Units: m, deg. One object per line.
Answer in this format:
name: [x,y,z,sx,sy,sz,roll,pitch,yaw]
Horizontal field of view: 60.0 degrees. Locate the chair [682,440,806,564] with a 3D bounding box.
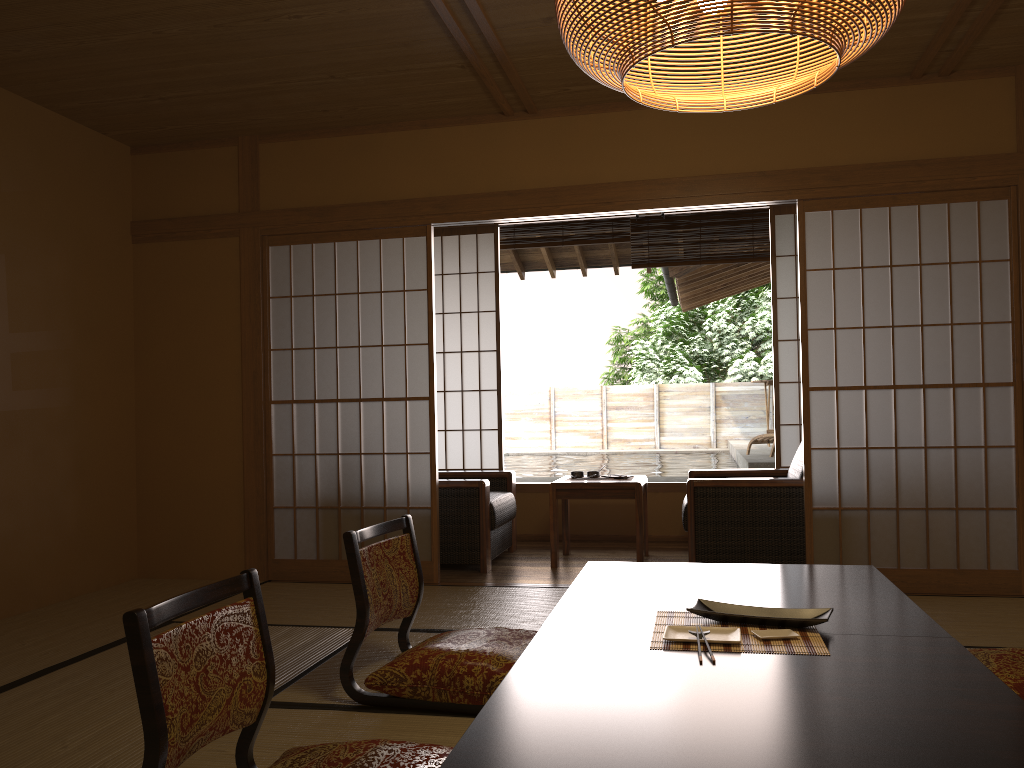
chair: [1.467,0.664,5.163,0.943,0.779,0.872,-1,-1,12]

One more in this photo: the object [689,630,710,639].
object: [0.449,0.601,2.123,0.050,0.018,0.015,-1,-1,9]

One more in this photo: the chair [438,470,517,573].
chair: [-0.485,0.717,5.574,0.943,0.779,0.872,-1,-1,12]

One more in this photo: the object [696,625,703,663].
object: [0.432,0.599,2.052,0.006,0.030,0.229,-1,-2,9]

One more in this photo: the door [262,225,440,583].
door: [-0.897,0.120,4.900,0.992,1.933,0.040,-1,-1,12]

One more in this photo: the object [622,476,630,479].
object: [0.680,0.559,5.286,0.050,0.018,0.015,-1,-1,-1]

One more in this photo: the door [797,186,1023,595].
door: [1.926,0.043,4.306,0.992,1.933,0.040,-1,-1,12]

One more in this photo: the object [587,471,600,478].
object: [0.505,0.560,5.489,0.084,0.037,0.084,-1,-2,4]

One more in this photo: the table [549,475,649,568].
table: [0.541,0.826,5.395,0.540,0.500,0.540,-1,-1,12]

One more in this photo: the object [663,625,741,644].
object: [0.458,0.606,2.136,0.180,0.014,0.130,-2,-2,14]

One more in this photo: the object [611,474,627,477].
object: [0.640,0.554,5.400,0.006,0.007,0.230,-1,-2,-22]

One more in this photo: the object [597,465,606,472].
object: [0.528,0.537,5.500,0.117,0.068,0.038,-1,-1,-23]

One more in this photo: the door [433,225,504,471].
door: [-0.563,-0.205,6.533,0.992,1.873,0.040,-1,-1,12]

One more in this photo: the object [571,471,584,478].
object: [0.407,0.562,5.508,0.084,0.037,0.084,-3,-2,40]

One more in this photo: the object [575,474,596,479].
object: [0.447,0.563,5.386,0.130,0.026,0.038,-1,-1,-4]

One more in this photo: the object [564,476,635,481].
object: [0.537,0.575,5.398,0.401,0.003,0.300,-2,-2,12]

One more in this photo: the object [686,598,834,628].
object: [0.636,0.595,2.280,0.349,0.039,0.129,-2,-2,25]

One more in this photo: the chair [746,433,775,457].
chair: [2.590,0.202,7.656,0.677,0.851,1.226,-1,-1,-13]

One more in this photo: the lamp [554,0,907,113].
lamp: [0.493,-1.124,2.063,0.799,0.825,0.798,-2,-2,36]

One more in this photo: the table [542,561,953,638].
table: [0.669,0.808,2.693,0.995,0.356,0.995,-2,-2,12]

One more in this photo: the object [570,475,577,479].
object: [0.375,0.569,5.417,0.015,0.018,0.050,0,-2,-36]

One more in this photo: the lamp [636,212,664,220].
lamp: [0.815,-1.343,5.307,0.330,0.681,0.330,-1,-1,12]

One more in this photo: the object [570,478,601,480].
object: [0.467,0.571,5.341,0.230,0.007,0.006,-1,-1,1]

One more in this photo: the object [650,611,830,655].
object: [0.556,0.615,2.212,0.401,0.003,0.398,-2,-2,12]

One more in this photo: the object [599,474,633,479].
object: [0.637,0.565,5.396,0.131,0.015,0.181,0,-2,-33]

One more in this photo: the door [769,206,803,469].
door: [2.262,-0.282,5.938,0.992,1.873,0.040,-1,-1,12]

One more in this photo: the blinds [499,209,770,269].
blinds: [0.843,-1.113,6.304,1.932,0.594,0.048,-2,-1,12]

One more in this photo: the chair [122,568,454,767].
chair: [-0.379,0.708,1.872,0.699,0.546,0.583,-1,-1,11]

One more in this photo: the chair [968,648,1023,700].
chair: [1.545,0.689,2.518,0.699,0.546,0.583,-1,-1,11]

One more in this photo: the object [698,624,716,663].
object: [0.449,0.598,2.052,0.006,0.030,0.229,-1,-2,4]

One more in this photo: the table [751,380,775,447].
table: [3.017,0.324,9.884,0.669,0.731,0.669,-2,-1,15]

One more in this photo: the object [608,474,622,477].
object: [0.622,0.554,5.386,0.006,0.007,0.230,-1,-2,-14]

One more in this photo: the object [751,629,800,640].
object: [0.634,0.606,2.135,0.099,0.013,0.067,-1,-2,-5]

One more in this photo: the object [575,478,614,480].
object: [0.494,0.570,5.319,0.230,0.007,0.006,-1,-1,7]

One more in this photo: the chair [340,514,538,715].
chair: [-0.161,0.738,2.938,0.687,0.546,0.582,-2,-1,16]

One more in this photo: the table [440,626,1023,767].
table: [0.466,0.781,1.719,0.995,0.356,0.995,-2,-2,12]
